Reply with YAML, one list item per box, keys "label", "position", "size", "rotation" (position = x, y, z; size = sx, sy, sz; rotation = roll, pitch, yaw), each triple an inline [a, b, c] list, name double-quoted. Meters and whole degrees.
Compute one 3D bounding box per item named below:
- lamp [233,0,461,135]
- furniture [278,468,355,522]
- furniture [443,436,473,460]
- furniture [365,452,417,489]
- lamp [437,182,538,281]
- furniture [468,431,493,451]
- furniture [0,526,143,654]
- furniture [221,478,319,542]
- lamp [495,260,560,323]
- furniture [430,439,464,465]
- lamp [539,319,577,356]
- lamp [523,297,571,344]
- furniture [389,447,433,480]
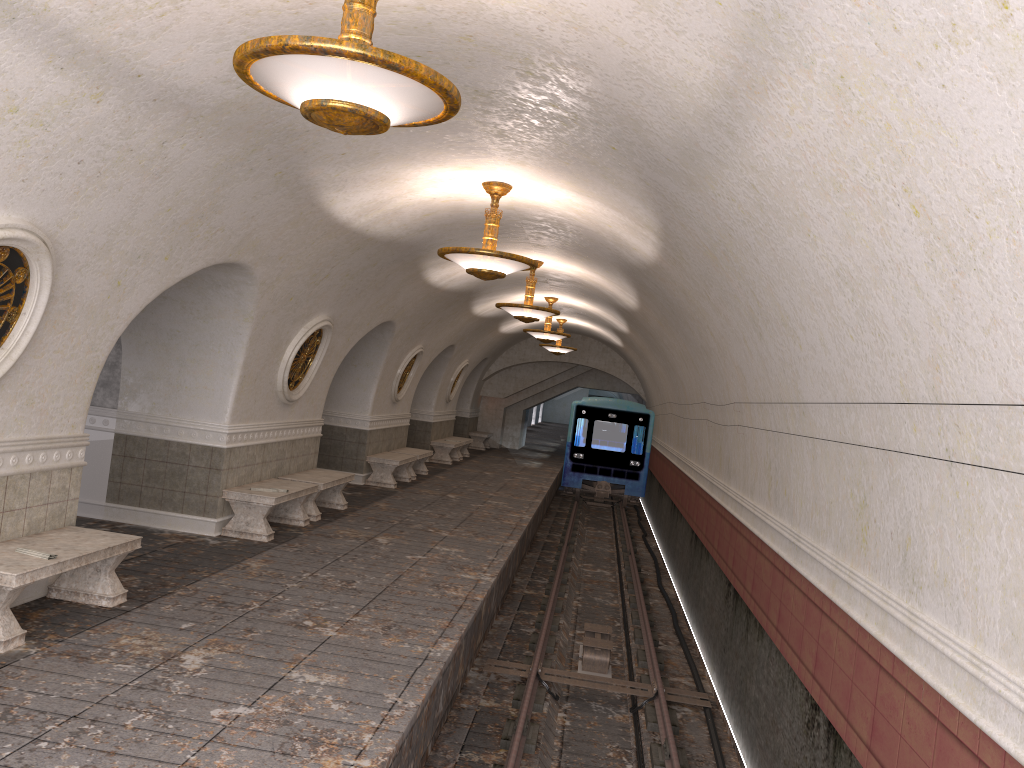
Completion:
- label: "lamp"
  position: [-0.695, -1.593, 3.980]
  size: [1.008, 0.955, 1.008]
  rotation: [7, 0, -10]
- label: "furniture"
  position: [-2.685, 1.505, 12.172]
  size: [0.613, 0.508, 1.509]
  rotation: [7, 0, 6]
- label: "furniture"
  position: [-1.485, 1.738, 24.093]
  size: [0.613, 0.508, 1.509]
  rotation: [7, 0, 6]
- label: "furniture"
  position: [-2.251, 1.590, 16.489]
  size: [0.613, 0.508, 1.509]
  rotation: [7, 0, 6]
- label: "lamp"
  position: [-0.208, -1.499, 8.817]
  size: [1.008, 0.955, 1.008]
  rotation: [7, 0, -10]
- label: "furniture"
  position: [-1.022, 1.828, 28.690]
  size: [0.613, 0.508, 1.509]
  rotation: [7, 0, 6]
- label: "furniture"
  position: [-3.287, 1.389, 6.195]
  size: [0.613, 0.508, 1.509]
  rotation: [7, 0, 6]
- label: "furniture"
  position: [-2.853, 1.473, 10.499]
  size: [0.613, 0.508, 1.509]
  rotation: [7, 0, 6]
- label: "lamp"
  position: [0.275, -1.405, 13.621]
  size: [1.008, 0.955, 1.008]
  rotation: [7, 0, 22]
- label: "furniture"
  position: [-1.654, 1.706, 22.420]
  size: [0.613, 0.508, 1.509]
  rotation: [7, 0, 6]
- label: "lamp"
  position: [1.242, -1.218, 23.229]
  size: [1.008, 0.955, 1.008]
  rotation: [8, 0, -38]
- label: "lamp"
  position: [0.759, -1.311, 18.424]
  size: [1.008, 0.955, 1.008]
  rotation: [7, 0, 22]
- label: "furniture"
  position: [-2.082, 1.622, 18.162]
  size: [0.613, 0.508, 1.509]
  rotation: [7, 0, 6]
